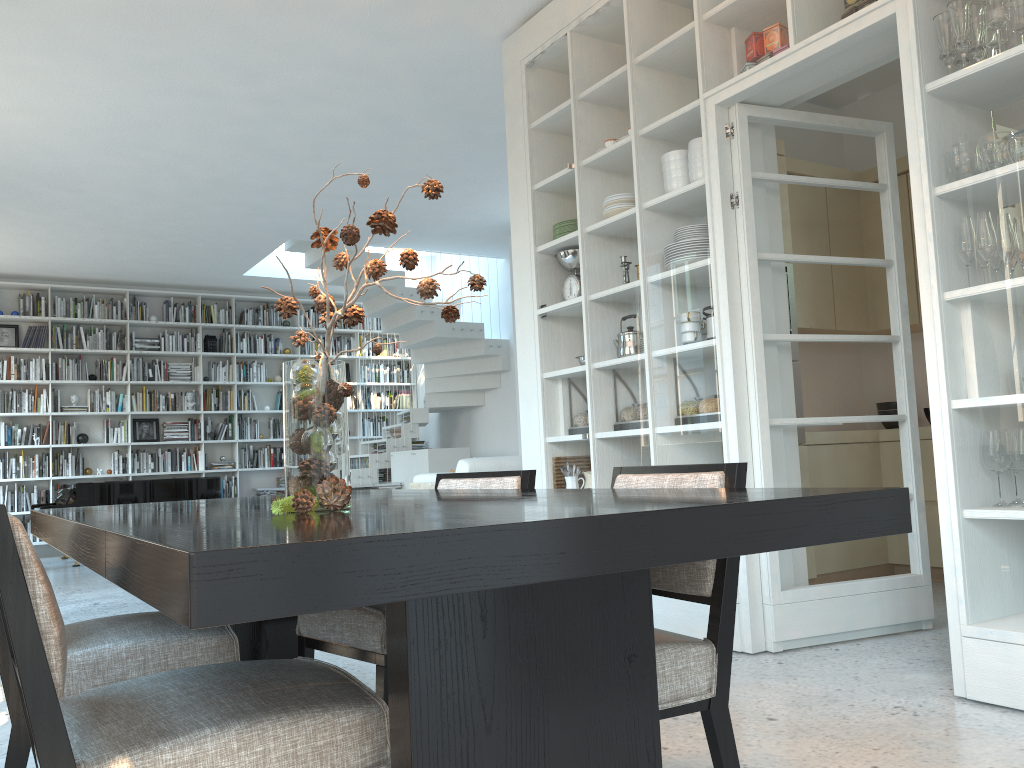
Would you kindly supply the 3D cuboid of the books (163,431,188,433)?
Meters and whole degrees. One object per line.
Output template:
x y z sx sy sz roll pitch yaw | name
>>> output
-4.176 0.596 11.002 0.254 0.012 0.161 1 -6 -37 | books

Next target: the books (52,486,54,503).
-5.302 1.317 10.238 0.023 0.266 0.134 0 -5 -32 | books

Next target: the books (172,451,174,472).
-4.201 0.955 10.947 0.010 0.261 0.181 0 -5 -32 | books

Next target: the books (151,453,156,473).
-4.377 0.965 10.828 0.029 0.237 0.166 0 -5 -32 | books

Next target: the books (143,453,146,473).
-4.476 0.960 10.772 0.027 0.245 0.179 0 -5 -32 | books

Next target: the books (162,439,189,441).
-4.172 0.691 10.994 0.285 0.012 0.159 1 -6 -37 | books

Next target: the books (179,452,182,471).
-4.120 0.969 11.002 0.014 0.235 0.154 0 -5 -32 | books

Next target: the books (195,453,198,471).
-3.952 0.978 11.089 0.011 0.216 0.166 0 -5 -32 | books

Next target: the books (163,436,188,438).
-4.174 0.655 10.997 0.254 0.012 0.161 1 -6 -37 | books

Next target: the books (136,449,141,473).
-4.533 0.940 10.766 0.027 0.290 0.141 0 -5 -32 | books

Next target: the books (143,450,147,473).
-4.458 0.942 10.781 0.013 0.282 0.166 0 -5 -32 | books

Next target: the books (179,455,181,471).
-4.130 0.982 10.982 0.024 0.207 0.183 0 -6 -32 | books

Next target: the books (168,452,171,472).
-4.233 0.962 10.918 0.026 0.245 0.191 0 -5 -32 | books

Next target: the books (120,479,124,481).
-4.669 1.293 10.615 0.013 0.319 0.173 0 -5 -32 | books

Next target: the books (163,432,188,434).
-4.176 0.608 11.000 0.285 0.012 0.159 0 -6 -27 | books

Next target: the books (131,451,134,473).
-4.582 0.945 10.713 0.011 0.275 0.146 0 -5 -32 | books

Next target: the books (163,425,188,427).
-4.181 0.523 11.009 0.254 0.012 0.161 1 -6 -36 | books

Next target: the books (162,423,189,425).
-4.181 0.499 11.009 0.285 0.012 0.159 1 -6 -37 | books

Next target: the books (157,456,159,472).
-4.341 0.985 10.845 0.023 0.196 0.165 0 -5 -32 | books

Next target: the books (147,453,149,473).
-4.453 0.963 10.804 0.021 0.244 0.141 0 -5 -32 | books

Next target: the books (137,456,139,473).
-4.543 0.979 10.735 0.024 0.208 0.170 0 -5 -32 | books

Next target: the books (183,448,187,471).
-4.070 0.940 11.036 0.014 0.293 0.137 0 -5 -32 | books

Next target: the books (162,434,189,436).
-4.180 0.632 11.006 0.285 0.012 0.159 0 -6 -31 | books

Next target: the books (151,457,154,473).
-4.396 0.991 10.804 0.029 0.183 0.174 0 -6 -32 | books

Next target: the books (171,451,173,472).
-4.215 0.961 10.950 0.011 0.251 0.158 0 -5 -32 | books

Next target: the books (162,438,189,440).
-4.177 0.680 11.003 0.285 0.012 0.159 1 -6 -33 | books

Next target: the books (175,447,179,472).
-4.149 0.937 10.978 0.012 0.296 0.178 0 -5 -32 | books

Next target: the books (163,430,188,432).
-4.176 0.584 11.002 0.285 0.012 0.159 0 -6 -27 | books

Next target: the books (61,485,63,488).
-5.214 1.314 10.297 0.026 0.273 0.146 0 -5 -32 | books

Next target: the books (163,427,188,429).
-4.180 0.548 11.007 0.254 0.012 0.161 1 -6 -36 | books

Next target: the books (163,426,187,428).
-4.182 0.536 11.010 0.254 0.012 0.161 1 -6 -35 | books

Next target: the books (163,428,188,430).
-4.181 0.560 11.008 0.254 0.012 0.161 1 -6 -35 | books

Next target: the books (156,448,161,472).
-4.330 0.939 10.873 0.026 0.291 0.152 0 -5 -32 | books

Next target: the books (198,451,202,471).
-3.922 0.963 11.103 0.033 0.246 0.176 0 -5 -32 | books

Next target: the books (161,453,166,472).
-4.285 0.967 10.899 0.031 0.237 0.159 0 -5 -32 | books

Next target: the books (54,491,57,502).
-5.277 1.343 10.244 0.026 0.213 0.140 0 -5 -32 | books

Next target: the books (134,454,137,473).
-4.559 0.965 10.712 0.027 0.234 0.167 0 -5 -32 | books

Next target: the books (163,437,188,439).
-4.173 0.667 10.995 0.285 0.012 0.159 0 -6 -27 | books

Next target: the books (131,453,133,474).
-4.602 0.962 10.707 0.029 0.243 0.154 0 -5 -32 | books

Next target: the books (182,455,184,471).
-4.098 0.983 11.001 0.023 0.204 0.167 0 -5 -32 | books

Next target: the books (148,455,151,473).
-4.422 0.974 10.796 0.023 0.217 0.174 0 -5 -32 | books

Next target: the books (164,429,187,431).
-4.180 0.572 11.007 0.254 0.012 0.161 0 -6 -29 | books

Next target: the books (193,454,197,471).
-3.973 0.980 11.074 0.042 0.212 0.169 0 -5 -32 | books

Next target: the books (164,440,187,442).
-4.175 0.703 10.999 0.254 0.012 0.161 0 -6 -30 | books

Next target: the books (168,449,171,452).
-4.230 0.944 10.950 0.014 0.286 0.134 0 -5 -32 | books

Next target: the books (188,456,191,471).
-4.031 0.994 11.035 0.023 0.183 0.169 0 -6 -32 | books

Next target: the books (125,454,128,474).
-4.652 0.965 10.702 0.019 0.241 0.107 0 -5 -32 | books

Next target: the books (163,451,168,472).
-4.269 0.960 10.928 0.025 0.254 0.136 0 -5 -32 | books

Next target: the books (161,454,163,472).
-4.311 0.976 10.891 0.025 0.220 0.140 0 -5 -32 | books

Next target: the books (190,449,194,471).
-4.010 0.951 11.067 0.026 0.272 0.175 0 -5 -32 | books

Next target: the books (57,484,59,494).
-5.254 1.306 10.263 0.013 0.287 0.161 0 -5 -32 | books

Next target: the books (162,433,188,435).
-4.179 0.620 11.005 0.285 0.012 0.159 0 -6 -30 | books

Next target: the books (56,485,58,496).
-5.262 1.309 10.254 0.010 0.282 0.149 0 -5 -32 | books

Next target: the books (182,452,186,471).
-4.079 0.968 11.014 0.023 0.234 0.175 0 -5 -32 | books

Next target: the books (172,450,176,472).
-4.181 0.953 10.951 0.028 0.264 0.161 0 -5 -32 | books

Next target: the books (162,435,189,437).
-4.180 0.645 11.008 0.285 0.012 0.159 0 -6 -32 | books

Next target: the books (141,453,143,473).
-4.507 0.961 10.773 0.024 0.247 0.132 0 -5 -32 | books

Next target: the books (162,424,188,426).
-4.184 0.512 11.014 0.285 0.012 0.159 0 -6 -30 | books
